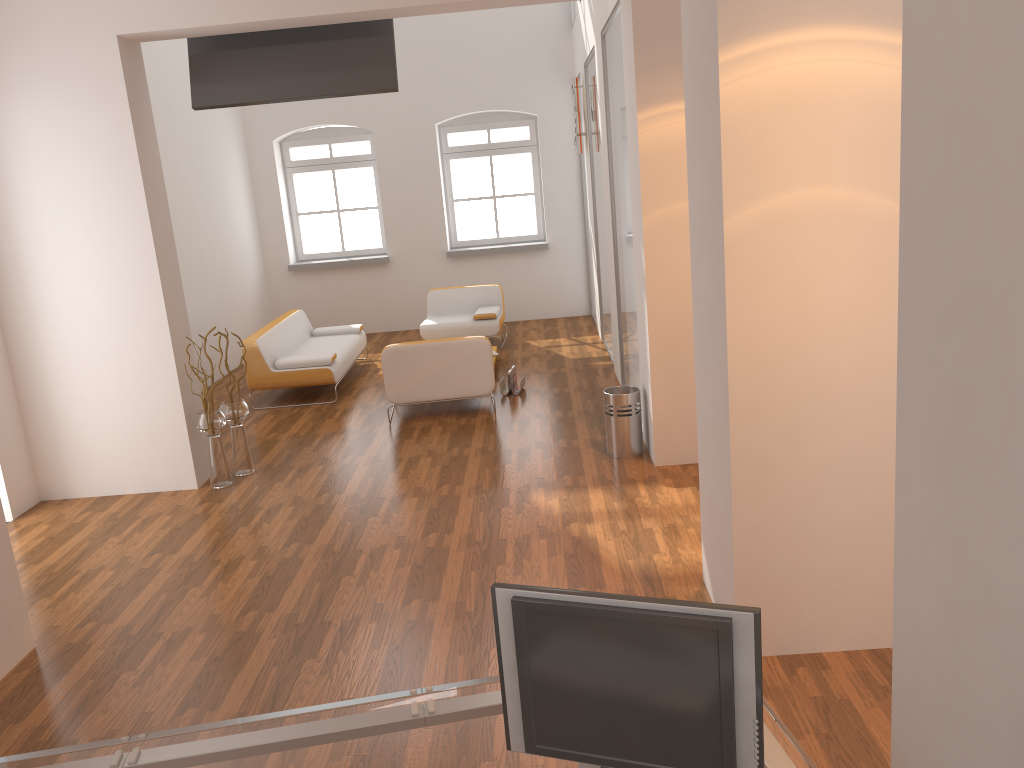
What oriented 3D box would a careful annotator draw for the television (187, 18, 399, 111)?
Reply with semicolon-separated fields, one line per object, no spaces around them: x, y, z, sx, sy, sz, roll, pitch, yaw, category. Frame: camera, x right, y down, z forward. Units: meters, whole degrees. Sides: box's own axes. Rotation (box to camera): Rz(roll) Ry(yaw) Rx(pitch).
-1.484;-2.309;5.949;1.388;0.803;0.266;-5;14;2;television

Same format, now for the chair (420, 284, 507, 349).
-0.570;-0.774;10.413;0.923;0.661;0.825;-4;14;5;chair

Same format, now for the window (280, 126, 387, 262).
-2.357;-2.544;11.879;1.308;1.737;0.142;-5;14;2;window

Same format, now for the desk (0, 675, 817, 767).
-0.449;1.274;1.708;2.239;0.750;1.092;-7;14;-8;desk

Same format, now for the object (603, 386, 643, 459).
0.767;0.259;6.098;0.248;0.450;0.248;8;19;44;object

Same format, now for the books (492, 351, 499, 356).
-0.242;-0.310;9.095;0.171;0.004;0.249;-9;14;-14;books

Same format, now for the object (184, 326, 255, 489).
-2.056;0.164;6.118;0.284;1.112;0.655;1;15;23;object

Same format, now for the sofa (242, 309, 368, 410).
-2.073;-0.343;9.186;0.825;0.661;2.010;-5;14;1;sofa

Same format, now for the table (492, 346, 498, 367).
-0.664;-0.178;9.071;1.000;0.150;1.000;-5;14;2;table

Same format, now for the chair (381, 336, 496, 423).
-0.628;-0.122;7.729;0.923;0.661;0.825;-6;14;-3;chair

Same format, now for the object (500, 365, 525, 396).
0.003;-0.034;8.092;0.189;0.217;0.281;-2;14;11;object

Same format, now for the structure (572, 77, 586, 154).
0.749;-2.969;9.832;0.125;0.800;0.605;-5;14;2;structure

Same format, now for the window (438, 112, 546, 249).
-0.260;-2.711;11.800;1.308;1.737;0.142;-5;14;2;window

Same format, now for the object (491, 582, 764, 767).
0.251;0.591;1.782;0.516;0.418;0.245;3;16;31;object
